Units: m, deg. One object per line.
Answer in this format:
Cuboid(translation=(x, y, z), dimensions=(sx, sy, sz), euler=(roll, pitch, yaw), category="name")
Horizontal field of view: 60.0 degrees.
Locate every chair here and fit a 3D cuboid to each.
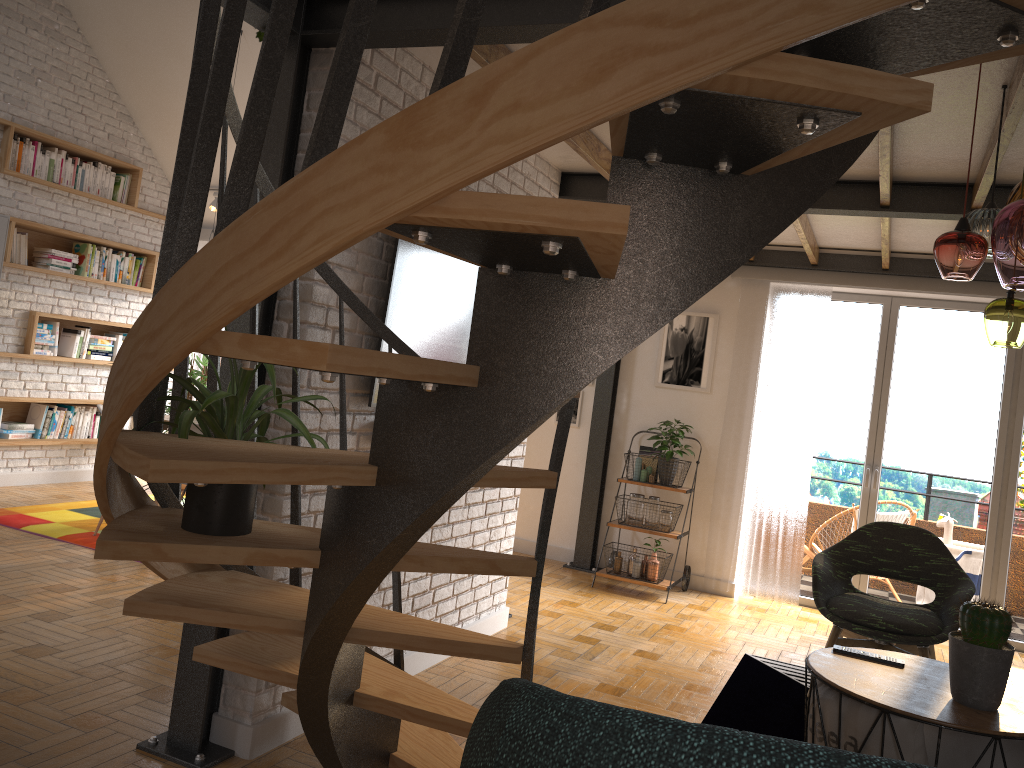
Cuboid(translation=(0.339, 0.889, 1.335), dimensions=(0.898, 0.965, 0.899), euler=(7, -1, 9), category="chair")
Cuboid(translation=(-2.478, 0.561, 5.797), dimensions=(0.541, 0.802, 0.465), euler=(8, -2, -20), category="chair")
Cuboid(translation=(1.878, 1.144, 4.436), dimensions=(0.754, 0.831, 0.780), euler=(7, -1, 29), category="chair")
Cuboid(translation=(-2.936, -0.444, 4.217), dimensions=(3.496, 2.689, 4.007), euler=(7, -1, 24), category="chair")

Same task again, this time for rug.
Cuboid(translation=(1.379, 1.503, 2.931), dimensions=(1.703, 0.010, 3.491), euler=(8, 0, 23), category="rug")
Cuboid(translation=(-1.984, 1.040, 6.081), dimensions=(2.787, 0.024, 1.932), euler=(8, 0, 23), category="rug")

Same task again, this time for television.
Cuboid(translation=(-0.195, -0.223, 3.899), dimensions=(0.085, 0.992, 1.463), euler=(6, -1, 23), category="television")

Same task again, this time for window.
Cuboid(translation=(-1.035, -1.061, 3.203), dimensions=(7.798, 4.472, 8.607), euler=(7, 0, 23), category="window")

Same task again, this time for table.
Cuboid(translation=(-1.839, 0.686, 6.143), dimensions=(1.468, 0.756, 0.848), euler=(7, -1, 23), category="table")
Cuboid(translation=(1.166, 1.128, 2.536), dimensions=(0.679, 0.687, 0.682), euler=(8, -1, -27), category="table")

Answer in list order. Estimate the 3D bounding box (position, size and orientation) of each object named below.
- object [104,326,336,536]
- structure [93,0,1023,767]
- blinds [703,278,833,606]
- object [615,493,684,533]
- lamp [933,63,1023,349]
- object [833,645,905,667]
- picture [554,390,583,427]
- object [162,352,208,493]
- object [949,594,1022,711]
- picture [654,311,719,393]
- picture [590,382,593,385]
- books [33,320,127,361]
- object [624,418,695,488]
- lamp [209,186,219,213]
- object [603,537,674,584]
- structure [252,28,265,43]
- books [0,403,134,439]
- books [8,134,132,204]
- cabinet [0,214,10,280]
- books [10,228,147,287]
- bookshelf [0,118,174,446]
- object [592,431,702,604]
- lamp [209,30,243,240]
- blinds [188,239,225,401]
Cuboid(translation=(-0.633, 0.050, 2.104), dimensions=(0.458, 0.592, 0.527), euler=(7, -1, 11), category="object")
Cuboid(translation=(0.095, -0.563, 2.027), dimensions=(2.253, 3.824, 1.622), euler=(6, -2, 38), category="structure")
Cuboid(translation=(1.789, 0.342, 6.202), dimensions=(0.668, 2.286, 0.123), euler=(7, -2, 24), category="blinds")
Cuboid(translation=(0.948, 0.892, 6.181), dimensions=(0.440, 0.216, 0.238), euler=(7, -1, 23), category="object")
Cuboid(translation=(1.532, -0.490, 2.663), dimensions=(0.489, 1.015, 0.618), euler=(8, -2, -27), category="lamp")
Cuboid(translation=(1.111, 0.846, 2.760), dimensions=(0.208, 0.013, 0.050), euler=(8, 0, 23), category="object")
Cuboid(translation=(0.436, 0.178, 6.847), dimensions=(0.202, 0.285, 0.022), euler=(7, -2, 23), category="picture")
Cuboid(translation=(-2.777, 0.303, 7.720), dimensions=(0.715, 1.261, 0.668), euler=(8, -2, -10), category="object")
Cuboid(translation=(1.284, 0.729, 2.423), dimensions=(0.173, 0.296, 0.190), euler=(7, -1, -3), category="object")
Cuboid(translation=(1.283, -0.246, 6.525), dimensions=(0.416, 0.576, 0.022), euler=(7, -2, 23), category="picture")
Cuboid(translation=(0.513, -0.100, 6.837), dimensions=(0.251, 0.184, 0.023), euler=(7, -2, 23), category="picture")
Cuboid(translation=(-3.639, -0.357, 7.649), dimensions=(0.238, 0.283, 1.394), euler=(7, 0, 24), category="books")
Cuboid(translation=(1.051, 0.471, 6.287), dimensions=(0.493, 0.476, 0.395), euler=(7, -1, 35), category="object")
Cuboid(translation=(-1.201, -1.452, 7.247), dimensions=(3.496, 0.262, 0.207), euler=(8, -1, 24), category="lamp")
Cuboid(translation=(0.851, 1.170, 6.026), dimensions=(0.440, 0.291, 0.275), euler=(7, -1, 23), category="object")
Cuboid(translation=(-0.531, -1.916, 3.188), dimensions=(0.459, 1.873, 1.301), euler=(7, -2, 20), category="structure")
Cuboid(translation=(-3.856, 0.303, 7.354), dimensions=(0.238, 0.284, 1.673), euler=(7, 0, 25), category="books")
Cuboid(translation=(-3.670, -1.733, 7.212), dimensions=(0.240, 0.302, 1.201), euler=(7, 0, 24), category="books")
Cuboid(translation=(-4.388, -0.272, 5.243), dimensions=(0.826, 2.005, 2.244), euler=(7, -1, 23), category="cabinet")
Cuboid(translation=(-3.663, -1.045, 7.382), dimensions=(0.241, 0.289, 1.392), euler=(7, 0, 24), category="books")
Cuboid(translation=(-3.656, -0.720, 7.445), dimensions=(0.358, 2.419, 2.193), euler=(7, -1, 23), category="bookshelf")
Cuboid(translation=(0.964, 0.888, 6.208), dimensions=(0.580, 1.080, 0.629), euler=(7, -2, 23), category="object")
Cuboid(translation=(-1.527, -1.651, 6.230), dimensions=(1.349, 1.822, 0.268), euler=(7, -2, 23), category="lamp")
Cuboid(translation=(-2.833, -0.267, 8.244), dimensions=(0.696, 2.290, 0.138), euler=(7, -2, 20), category="blinds")
